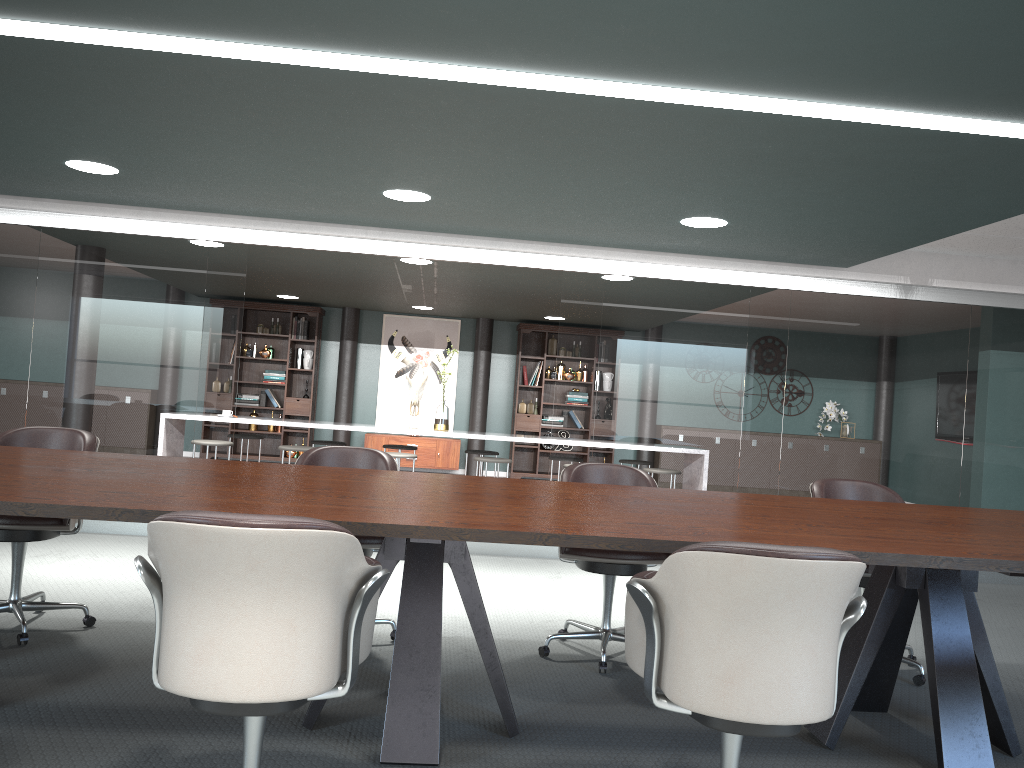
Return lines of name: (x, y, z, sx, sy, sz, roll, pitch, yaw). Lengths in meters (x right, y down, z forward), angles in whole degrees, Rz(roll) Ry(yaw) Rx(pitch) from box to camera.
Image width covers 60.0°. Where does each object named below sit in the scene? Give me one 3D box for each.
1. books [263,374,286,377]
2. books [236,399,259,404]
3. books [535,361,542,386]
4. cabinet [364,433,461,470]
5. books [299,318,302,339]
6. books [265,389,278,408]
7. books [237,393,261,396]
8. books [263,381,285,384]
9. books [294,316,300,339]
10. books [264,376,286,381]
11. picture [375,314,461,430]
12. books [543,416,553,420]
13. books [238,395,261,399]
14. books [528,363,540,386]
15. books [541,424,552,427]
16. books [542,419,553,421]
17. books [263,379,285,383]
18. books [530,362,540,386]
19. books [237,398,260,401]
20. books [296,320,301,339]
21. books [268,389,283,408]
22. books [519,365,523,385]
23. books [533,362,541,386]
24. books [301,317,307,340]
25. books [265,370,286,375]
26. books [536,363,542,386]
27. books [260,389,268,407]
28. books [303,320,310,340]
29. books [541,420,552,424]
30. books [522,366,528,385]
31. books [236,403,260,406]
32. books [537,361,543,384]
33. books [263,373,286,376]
books: (-2.951, -0.103, 11.084, 0.268, 0.016, 0.205, 4, -1, -5)
books: (-3.283, 0.218, 11.025, 0.248, 0.042, 0.194, 4, -1, -5)
books: (0.331, -0.131, 11.354, 0.062, 0.322, 0.197, 4, -1, -5)
cabinet: (-1.272, 0.861, 11.324, 1.200, 0.379, 0.368, 4, -1, -5)
books: (-2.633, -0.681, 11.109, 0.016, 0.268, 0.205, 4, -1, -5)
books: (-2.982, 0.179, 11.055, 0.176, 0.227, 0.194, 4, -1, -5)
books: (-3.264, 0.132, 11.028, 0.268, 0.016, 0.205, 4, -1, -5)
books: (-2.957, -0.016, 11.082, 0.268, 0.016, 0.205, 4, -1, -5)
books: (-2.697, -0.695, 11.104, 0.027, 0.286, 0.184, 4, -1, -5)
books: (-2.952, -0.073, 11.083, 0.248, 0.042, 0.194, 4, -1, -5)
picture: (-1.218, -0.116, 11.516, 1.002, 1.512, 0.031, 4, -1, -5)
books: (0.527, 0.437, 11.352, 0.248, 0.042, 0.194, 4, -1, -5)
books: (-3.256, 0.162, 11.028, 0.248, 0.042, 0.194, 4, -1, -5)
books: (0.276, -0.122, 11.358, 0.115, 0.296, 0.210, 4, -1, -5)
books: (0.500, 0.529, 11.350, 0.286, 0.027, 0.184, 4, -1, -5)
books: (0.502, 0.464, 11.350, 0.268, 0.016, 0.205, 4, -1, -5)
books: (-2.952, -0.038, 11.083, 0.286, 0.027, 0.184, 4, -1, -5)
books: (0.301, -0.130, 11.355, 0.090, 0.316, 0.197, 4, -1, -5)
books: (-3.281, 0.189, 11.026, 0.268, 0.016, 0.205, 4, -1, -5)
books: (-2.663, -0.672, 11.106, 0.042, 0.248, 0.194, 4, -1, -5)
books: (-2.948, 0.179, 11.058, 0.166, 0.228, 0.205, 4, -1, -5)
books: (0.100, -0.109, 11.339, 0.042, 0.248, 0.194, 4, -1, -5)
books: (0.321, -0.125, 11.357, 0.063, 0.309, 0.210, 4, -1, -5)
books: (-2.609, -0.689, 11.112, 0.027, 0.286, 0.184, 4, -1, -5)
books: (-2.944, -0.147, 11.085, 0.248, 0.042, 0.194, 4, -1, -5)
books: (0.336, -0.124, 11.356, 0.063, 0.309, 0.210, 4, -1, -5)
books: (-3.107, 0.175, 11.111, 0.063, 0.214, 0.139, 4, -1, -5)
books: (-2.575, -0.666, 11.113, 0.042, 0.248, 0.194, 4, -1, -5)
books: (0.500, 0.494, 11.349, 0.248, 0.042, 0.194, 4, -1, -5)
books: (0.163, -0.106, 11.344, 0.084, 0.252, 0.194, 4, -1, -5)
books: (-3.283, 0.254, 11.025, 0.286, 0.027, 0.184, 4, -1, -5)
books: (0.346, -0.129, 11.354, 0.062, 0.322, 0.197, 4, -1, -5)
books: (-2.952, -0.119, 11.078, 0.268, 0.016, 0.205, 4, -1, -5)
